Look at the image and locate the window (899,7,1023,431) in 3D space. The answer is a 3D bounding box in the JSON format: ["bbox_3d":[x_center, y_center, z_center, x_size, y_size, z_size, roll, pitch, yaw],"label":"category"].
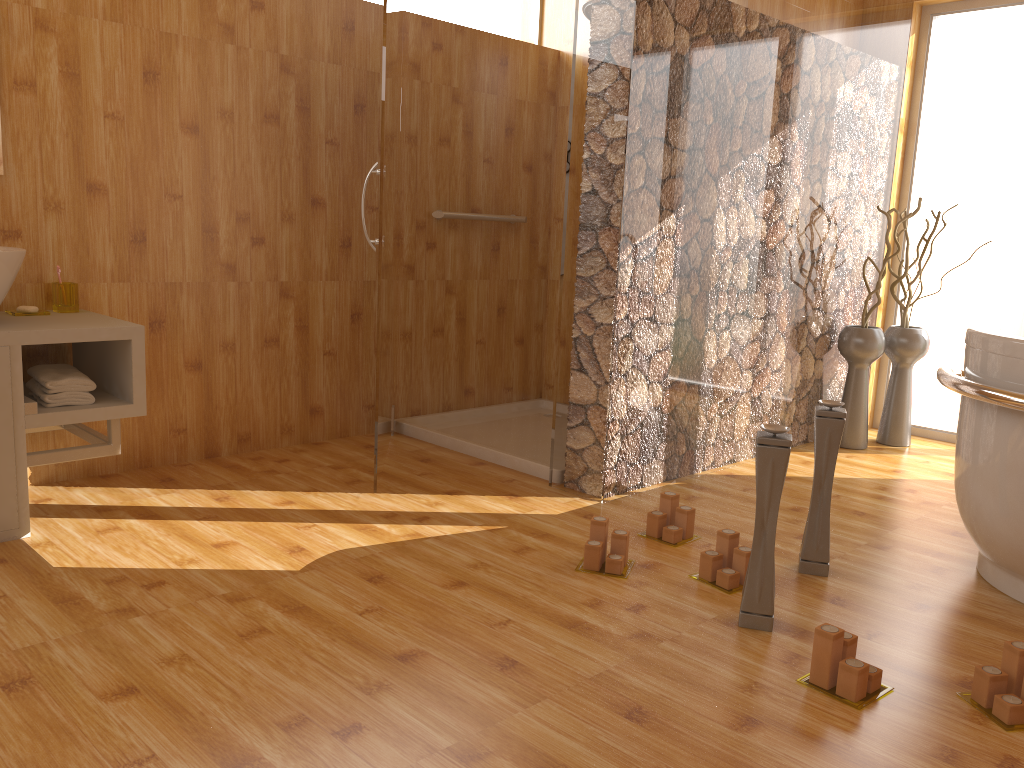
[{"bbox_3d":[2.129,-0.717,4.075,0.010,1.900,0.581,-7,14,-44],"label":"window"}]

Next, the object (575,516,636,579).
[{"bbox_3d":[0.259,0.434,2.414,0.141,0.131,0.141,6,10,17],"label":"object"}]

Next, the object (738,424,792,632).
[{"bbox_3d":[0.461,-0.570,3.012,0.347,1.921,2.276,2,10,-2],"label":"object"}]

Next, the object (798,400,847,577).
[{"bbox_3d":[0.848,0.284,2.426,0.080,0.478,0.080,6,10,16],"label":"object"}]

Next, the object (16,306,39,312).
[{"bbox_3d":[-1.483,-0.228,2.715,0.050,0.023,0.075,1,10,-9],"label":"object"}]

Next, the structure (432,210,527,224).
[{"bbox_3d":[0.194,-0.686,3.709,0.587,0.043,1.001,-7,14,-44],"label":"structure"}]

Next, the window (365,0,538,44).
[{"bbox_3d":[-1.332,-0.810,3.087,3.964,2.164,0.010,-7,14,-44],"label":"window"}]

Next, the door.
[{"bbox_3d":[-0.469,-0.787,3.199,0.077,2.147,0.983,2,10,-5],"label":"door"}]

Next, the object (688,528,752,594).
[{"bbox_3d":[0.574,0.460,2.354,0.141,0.131,0.141,-5,12,-36],"label":"object"}]

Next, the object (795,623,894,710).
[{"bbox_3d":[0.689,0.558,1.819,0.141,0.131,0.141,-6,13,-40],"label":"object"}]

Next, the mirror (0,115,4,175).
[{"bbox_3d":[-1.783,-0.862,2.407,0.698,0.523,0.005,-7,14,-44],"label":"mirror"}]

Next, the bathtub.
[{"bbox_3d":[1.978,0.094,2.577,1.946,0.900,0.977,-6,13,-41],"label":"bathtub"}]

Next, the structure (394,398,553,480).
[{"bbox_3d":[0.160,0.215,3.875,0.955,0.050,1.000,-7,14,-44],"label":"structure"}]

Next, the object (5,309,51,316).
[{"bbox_3d":[-1.482,-0.219,2.715,0.100,0.010,0.100,-7,14,-44],"label":"object"}]

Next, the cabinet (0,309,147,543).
[{"bbox_3d":[-1.650,0.125,2.391,1.136,0.570,0.517,-7,14,-44],"label":"cabinet"}]

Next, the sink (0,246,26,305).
[{"bbox_3d":[-1.621,-0.357,2.303,0.634,0.409,0.533,-7,14,-44],"label":"sink"}]

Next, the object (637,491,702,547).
[{"bbox_3d":[0.481,0.398,2.680,0.141,0.131,0.141,-7,14,-44],"label":"object"}]

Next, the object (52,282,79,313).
[{"bbox_3d":[-1.414,-0.274,2.809,0.060,0.093,0.060,-7,14,-44],"label":"object"}]

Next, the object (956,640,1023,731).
[{"bbox_3d":[0.994,0.585,1.751,0.141,0.131,0.141,1,10,-12],"label":"object"}]

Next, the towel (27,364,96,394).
[{"bbox_3d":[-1.321,-0.018,2.604,0.140,0.048,0.225,-5,13,-39],"label":"towel"}]

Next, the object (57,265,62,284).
[{"bbox_3d":[-1.415,-0.307,2.781,0.012,0.132,0.063,0,10,-15],"label":"object"}]

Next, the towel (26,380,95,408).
[{"bbox_3d":[-1.322,0.021,2.599,0.140,0.048,0.225,-5,13,-39],"label":"towel"}]

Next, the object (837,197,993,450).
[{"bbox_3d":[1.776,-0.268,3.988,0.655,1.112,0.284,-2,11,-23],"label":"object"}]
